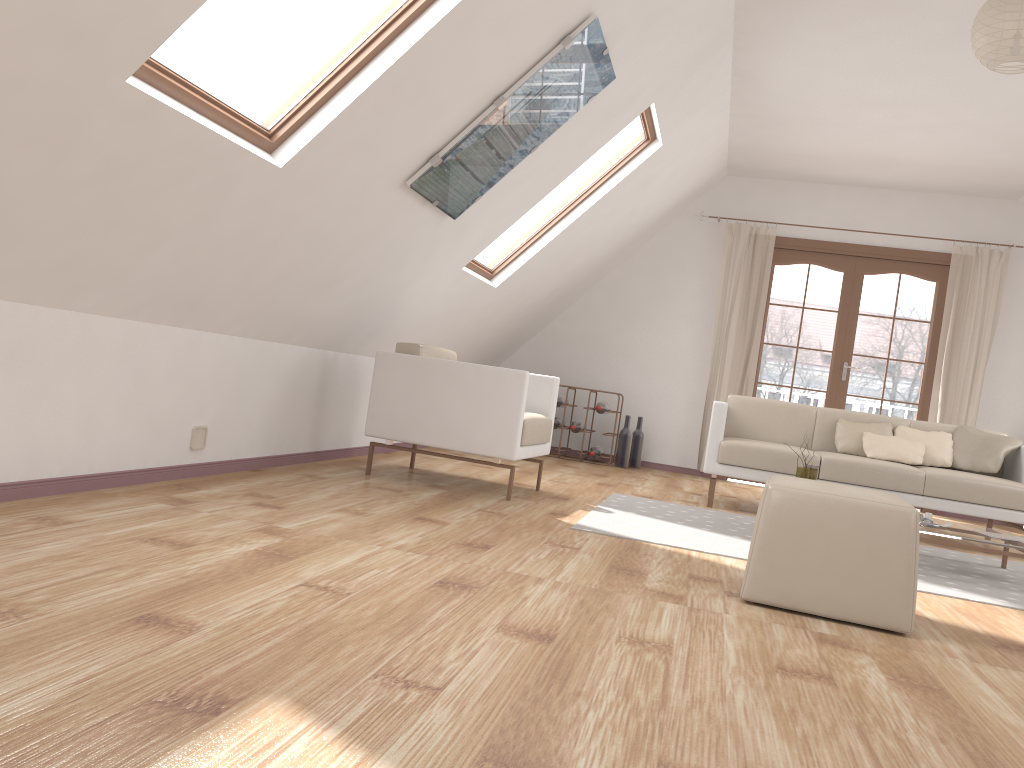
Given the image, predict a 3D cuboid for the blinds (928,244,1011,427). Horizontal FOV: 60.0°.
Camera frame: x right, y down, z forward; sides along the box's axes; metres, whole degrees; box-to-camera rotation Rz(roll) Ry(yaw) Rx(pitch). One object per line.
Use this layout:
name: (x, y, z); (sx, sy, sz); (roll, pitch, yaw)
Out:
blinds: (3.597, -0.046, 7.064); (0.424, 2.129, 0.123); (8, 0, 8)

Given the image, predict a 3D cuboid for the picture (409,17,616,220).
picture: (0.030, -1.116, 3.879); (0.683, 0.738, 0.650); (8, 0, 13)

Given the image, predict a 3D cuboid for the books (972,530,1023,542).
books: (2.316, 0.713, 4.107); (0.280, 0.005, 0.192); (8, 0, 5)

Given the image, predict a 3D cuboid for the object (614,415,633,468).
object: (0.936, 0.480, 7.363); (0.115, 0.443, 0.120); (8, 0, 7)

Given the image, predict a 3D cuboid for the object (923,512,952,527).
object: (2.012, 0.645, 4.220); (0.143, 0.052, 0.064); (8, 0, 13)

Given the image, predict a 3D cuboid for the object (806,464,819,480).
object: (1.514, 0.502, 4.508); (0.075, 0.185, 0.075); (8, 0, 45)

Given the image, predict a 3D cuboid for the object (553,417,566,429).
object: (0.367, 0.331, 7.512); (0.109, 0.109, 0.435); (8, 0, 13)

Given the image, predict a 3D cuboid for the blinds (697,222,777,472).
blinds: (1.871, -0.294, 7.508); (0.423, 2.130, 0.120); (8, 0, 10)

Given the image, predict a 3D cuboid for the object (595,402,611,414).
object: (0.754, 0.201, 7.429); (0.109, 0.109, 0.435); (8, 0, 13)

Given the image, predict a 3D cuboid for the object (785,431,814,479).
object: (1.441, 0.405, 4.412); (0.184, 0.359, 0.123); (8, 0, -35)

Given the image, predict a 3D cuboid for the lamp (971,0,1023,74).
lamp: (2.036, -1.507, 3.542); (0.340, 0.497, 0.340); (8, 0, -38)

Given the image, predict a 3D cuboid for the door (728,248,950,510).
door: (2.733, -0.074, 7.398); (1.546, 2.001, 0.098); (8, 0, 13)

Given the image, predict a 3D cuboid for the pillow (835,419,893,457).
pillow: (2.220, 0.340, 5.587); (0.351, 0.235, 0.185); (8, 0, 16)

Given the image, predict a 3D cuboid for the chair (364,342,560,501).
chair: (-0.238, 0.179, 4.727); (0.820, 0.706, 0.748); (8, 0, 16)

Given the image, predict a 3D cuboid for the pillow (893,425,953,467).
pillow: (2.548, 0.389, 5.505); (0.351, 0.225, 0.196); (8, 0, 18)

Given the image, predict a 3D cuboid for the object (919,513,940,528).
object: (1.904, 0.630, 4.102); (0.064, 0.051, 0.143); (8, 0, -17)

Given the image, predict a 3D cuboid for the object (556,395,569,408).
object: (0.393, 0.148, 7.513); (0.109, 0.109, 0.435); (8, 0, 13)

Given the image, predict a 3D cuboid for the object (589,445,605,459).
object: (0.700, 0.573, 7.428); (0.109, 0.109, 0.435); (8, 0, 13)

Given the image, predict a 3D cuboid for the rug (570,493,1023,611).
rug: (1.774, 0.826, 4.195); (2.800, 0.007, 1.600); (8, 0, 13)

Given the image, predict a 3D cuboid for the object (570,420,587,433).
object: (0.546, 0.361, 7.470); (0.109, 0.109, 0.435); (8, 0, 13)

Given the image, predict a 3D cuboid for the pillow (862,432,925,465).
pillow: (2.326, 0.399, 5.406); (0.363, 0.170, 0.227); (8, 0, 18)

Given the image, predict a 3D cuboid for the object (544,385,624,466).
object: (0.472, 0.322, 7.532); (0.854, 0.608, 0.417); (8, 0, 13)

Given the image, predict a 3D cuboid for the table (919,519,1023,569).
table: (1.840, 0.742, 4.250); (1.173, 0.190, 0.730); (8, 0, 13)

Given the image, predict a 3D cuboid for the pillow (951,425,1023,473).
pillow: (2.846, 0.398, 5.391); (0.269, 0.276, 0.424); (8, 0, -27)

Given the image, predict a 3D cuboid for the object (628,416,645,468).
object: (1.064, 0.497, 7.548); (0.115, 0.443, 0.120); (8, 0, 7)

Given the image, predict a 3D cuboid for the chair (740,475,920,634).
chair: (1.043, 0.526, 2.908); (0.506, 0.394, 0.506); (8, 0, 18)

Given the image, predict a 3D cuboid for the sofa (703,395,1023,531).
sofa: (2.161, 0.524, 5.488); (1.880, 0.706, 0.820); (8, 0, 13)
